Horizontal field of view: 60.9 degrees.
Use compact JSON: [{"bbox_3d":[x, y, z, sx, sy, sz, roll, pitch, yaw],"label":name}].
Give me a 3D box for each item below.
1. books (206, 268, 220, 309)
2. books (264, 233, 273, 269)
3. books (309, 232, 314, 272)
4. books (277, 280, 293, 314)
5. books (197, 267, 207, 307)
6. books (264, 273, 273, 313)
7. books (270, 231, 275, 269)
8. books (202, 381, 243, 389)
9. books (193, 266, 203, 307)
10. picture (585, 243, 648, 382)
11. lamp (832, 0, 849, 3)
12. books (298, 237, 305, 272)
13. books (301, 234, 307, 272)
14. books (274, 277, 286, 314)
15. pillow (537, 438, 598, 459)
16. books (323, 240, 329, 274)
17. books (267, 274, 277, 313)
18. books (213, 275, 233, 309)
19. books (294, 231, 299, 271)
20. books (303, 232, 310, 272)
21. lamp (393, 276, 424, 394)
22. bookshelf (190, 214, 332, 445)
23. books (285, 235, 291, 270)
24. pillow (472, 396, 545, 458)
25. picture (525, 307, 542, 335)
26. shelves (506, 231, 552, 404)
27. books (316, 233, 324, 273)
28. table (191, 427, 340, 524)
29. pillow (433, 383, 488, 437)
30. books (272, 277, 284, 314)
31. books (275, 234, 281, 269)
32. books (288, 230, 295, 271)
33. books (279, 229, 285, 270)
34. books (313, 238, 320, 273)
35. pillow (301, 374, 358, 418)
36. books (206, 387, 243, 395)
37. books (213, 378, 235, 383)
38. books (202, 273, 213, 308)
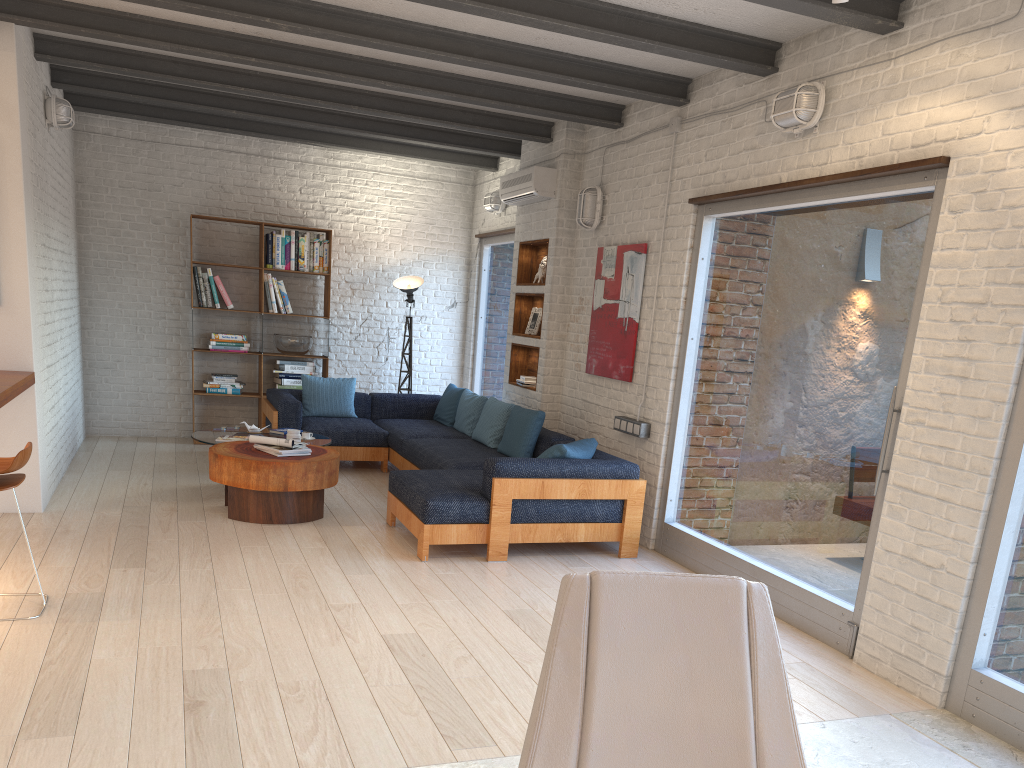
[{"bbox_3d":[-2.951,-0.944,8.606,0.121,0.394,0.235,-1,13,-21],"label":"books"},{"bbox_3d":[-2.431,-1.322,8.708,0.055,0.341,0.245,-1,12,-21],"label":"books"},{"bbox_3d":[-2.046,-1.329,8.838,0.036,0.397,0.235,-1,13,-21],"label":"books"},{"bbox_3d":[-2.321,-0.883,8.856,0.158,0.340,0.245,0,12,-21],"label":"books"},{"bbox_3d":[-3.055,-0.953,8.578,0.091,0.398,0.235,-1,13,-21],"label":"books"},{"bbox_3d":[-2.475,-0.920,8.808,0.101,0.397,0.235,-1,13,-21],"label":"books"},{"bbox_3d":[-2.393,-1.334,8.717,0.021,0.371,0.262,-1,12,-21],"label":"books"},{"bbox_3d":[-2.949,0.012,8.882,0.380,0.038,0.236,3,5,-21],"label":"books"},{"bbox_3d":[-3.087,-0.953,8.557,0.091,0.398,0.235,-1,13,-21],"label":"books"},{"bbox_3d":[0.760,-0.529,6.478,0.019,0.993,0.717,-1,12,-21],"label":"picture"},{"bbox_3d":[1.234,-1.485,3.264,0.058,0.133,0.085,12,13,28],"label":"lamp"},{"bbox_3d":[-2.140,-1.305,8.794,0.055,0.341,0.245,-1,12,-21],"label":"books"},{"bbox_3d":[-2.108,-1.318,8.817,0.021,0.371,0.262,-1,12,-21],"label":"books"},{"bbox_3d":[-2.370,-0.896,8.849,0.124,0.361,0.262,-1,12,-21],"label":"books"},{"bbox_3d":[0.329,0.535,5.945,0.372,0.339,0.554,10,9,29],"label":"pillow"},{"bbox_3d":[-1.920,-1.295,8.911,0.055,0.341,0.245,-1,12,-21],"label":"books"},{"bbox_3d":[-2.432,-0.915,8.801,0.103,0.397,0.235,-1,13,-21],"label":"books"},{"bbox_3d":[-2.876,-0.911,8.668,0.195,0.330,0.245,0,12,-21],"label":"books"},{"bbox_3d":[-2.187,-1.336,8.784,0.036,0.397,0.235,-1,13,-21],"label":"books"},{"bbox_3d":[-2.085,-1.332,8.837,0.036,0.397,0.235,-1,13,-21],"label":"books"},{"bbox_3d":[-0.924,-0.184,9.191,0.849,1.909,0.498,15,17,39],"label":"lamp"},{"bbox_3d":[-2.554,-0.480,8.868,1.318,2.279,0.351,0,15,-21],"label":"bookshelf"},{"bbox_3d":[-2.271,-1.314,8.769,0.055,0.341,0.245,-1,12,-21],"label":"books"},{"bbox_3d":[-0.040,0.354,7.176,0.254,0.430,1.173,0,7,-22],"label":"pillow"},{"bbox_3d":[0.213,-0.556,7.756,0.102,0.253,0.187,-3,13,-30],"label":"picture"},{"bbox_3d":[0.223,-0.573,7.702,0.192,1.477,0.740,-1,13,-21],"label":"shelves"},{"bbox_3d":[-1.958,-1.324,8.872,0.036,0.397,0.235,-1,13,-21],"label":"books"},{"bbox_3d":[-1.905,0.650,6.653,1.078,0.461,1.772,3,5,-16],"label":"table"},{"bbox_3d":[-0.504,0.242,8.400,0.243,0.411,1.072,0,7,-22],"label":"pillow"},{"bbox_3d":[-2.387,-0.896,8.833,0.124,0.361,0.262,-1,12,-21],"label":"books"},{"bbox_3d":[-2.352,-1.316,8.719,0.055,0.341,0.245,-1,12,-21],"label":"books"},{"bbox_3d":[-2.218,-1.337,8.761,0.036,0.397,0.235,-1,13,-21],"label":"books"},{"bbox_3d":[-2.308,-1.342,8.732,0.036,0.397,0.235,-1,13,-21],"label":"books"},{"bbox_3d":[-2.003,-1.298,8.857,0.055,0.341,0.245,-1,12,-21],"label":"books"},{"bbox_3d":[-1.770,0.124,8.435,0.556,0.423,0.215,1,12,-22],"label":"pillow"},{"bbox_3d":[-2.930,0.060,8.893,0.327,0.057,0.246,4,5,-11],"label":"books"},{"bbox_3d":[-2.936,-0.043,8.885,0.206,0.035,0.128,3,6,-21],"label":"books"},{"bbox_3d":[-3.016,-0.927,8.620,0.102,0.345,0.245,-1,12,-21],"label":"books"}]
